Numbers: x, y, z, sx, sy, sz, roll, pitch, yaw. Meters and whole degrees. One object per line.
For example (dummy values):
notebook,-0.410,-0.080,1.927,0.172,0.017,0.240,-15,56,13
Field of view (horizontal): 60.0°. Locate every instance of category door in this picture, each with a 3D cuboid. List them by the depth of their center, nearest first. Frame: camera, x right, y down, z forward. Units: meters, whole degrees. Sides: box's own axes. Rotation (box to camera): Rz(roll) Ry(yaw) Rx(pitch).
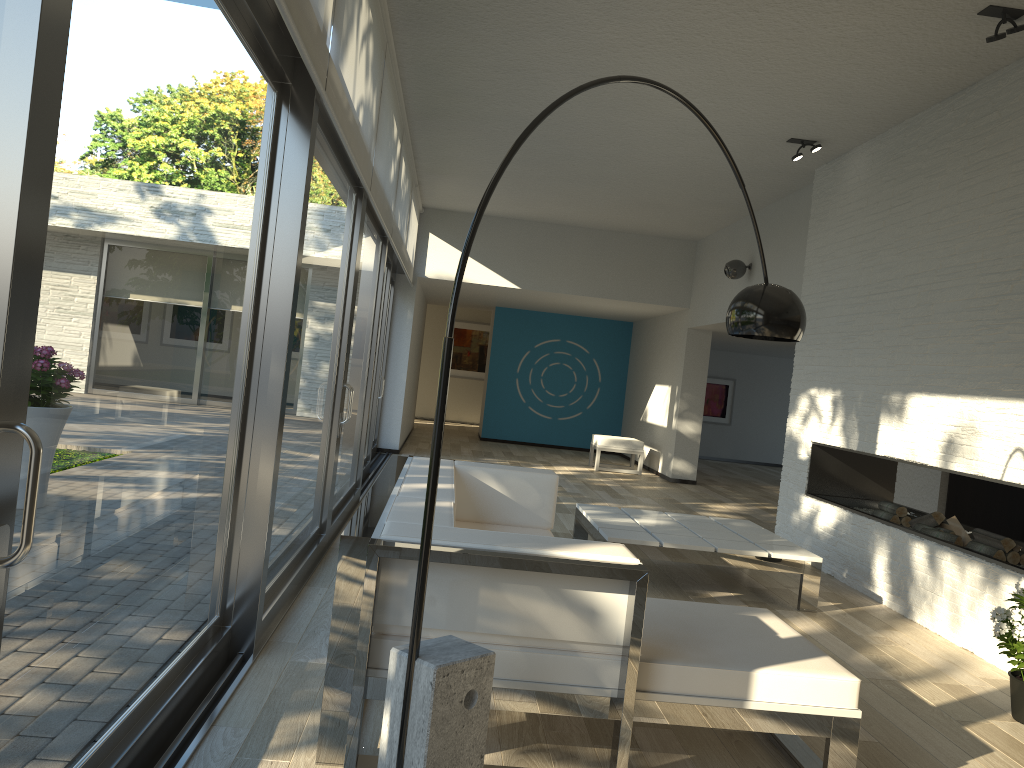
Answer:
door,-0.263,0.011,7.053,19.438,2.373,22.951,6,1,-4
door,4.726,0.584,8.634,0.920,1.947,0.108,6,0,-4

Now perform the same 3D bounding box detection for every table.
table,1.073,1.047,5.521,1.220,0.305,1.220,6,1,-4

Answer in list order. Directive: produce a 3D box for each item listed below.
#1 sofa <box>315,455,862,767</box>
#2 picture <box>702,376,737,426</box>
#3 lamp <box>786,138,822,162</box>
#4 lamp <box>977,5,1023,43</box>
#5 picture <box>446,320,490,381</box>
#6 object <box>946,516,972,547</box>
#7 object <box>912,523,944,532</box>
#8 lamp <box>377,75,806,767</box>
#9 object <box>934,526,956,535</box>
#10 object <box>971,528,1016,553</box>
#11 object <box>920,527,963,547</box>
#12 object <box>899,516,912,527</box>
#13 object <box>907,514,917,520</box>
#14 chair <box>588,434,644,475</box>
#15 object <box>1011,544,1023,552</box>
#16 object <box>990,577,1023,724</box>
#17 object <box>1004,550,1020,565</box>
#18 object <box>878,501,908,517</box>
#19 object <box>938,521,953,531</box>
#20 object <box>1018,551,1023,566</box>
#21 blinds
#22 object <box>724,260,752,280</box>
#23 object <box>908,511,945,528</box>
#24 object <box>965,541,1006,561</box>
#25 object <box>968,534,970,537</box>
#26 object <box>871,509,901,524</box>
sofa,0.177,0.797,3.632,1.545,0.654,2.404,6,1,-4
picture,3.480,0.278,15.768,0.958,0.828,0.017,6,0,-4
lamp,2.120,-1.689,6.431,0.234,0.153,0.135,6,0,-4
lamp,2.282,-1.644,4.116,0.234,0.153,0.135,6,0,-4
picture,-0.716,-0.675,18.231,1.378,1.191,0.017,6,0,-4
object,2.647,0.873,5.234,0.064,0.165,0.225,6,0,-5
object,2.543,0.905,5.408,0.075,0.074,0.246,6,1,-6
lamp,0.421,0.139,2.650,0.283,2.024,1.752,6,0,39
object,2.617,0.914,5.400,0.076,0.076,0.236,6,1,-6
object,2.626,0.855,4.844,0.093,0.088,0.260,6,1,-5
object,2.520,0.905,5.215,0.075,0.074,0.246,6,1,-26
object,2.579,0.903,5.937,0.076,0.076,0.236,6,1,-6
object,2.657,0.912,5.952,0.082,0.073,0.237,6,1,-5
chair,1.399,0.941,11.919,0.611,0.442,0.610,6,0,-4
object,2.700,0.887,4.870,0.064,0.060,0.229,6,1,-3
object,2.109,1.058,3.501,0.405,0.571,0.430,6,0,18
object,2.657,0.925,4.832,0.076,0.076,0.236,6,1,-6
object,2.552,0.836,5.945,0.082,0.073,0.237,6,1,-5
object,2.661,0.876,5.438,0.064,0.060,0.229,6,1,-3
object,2.734,0.933,4.848,0.082,0.073,0.237,6,1,-5
blinds,-0.774,-1.573,5.155,0.056,0.984,11.531,6,1,-4
object,2.306,-1.154,8.979,0.315,0.203,0.201,6,0,-4
object,2.577,0.860,5.511,0.093,0.170,0.272,6,0,-6
object,2.583,0.916,4.840,0.075,0.074,0.246,6,1,-6
object,2.695,0.922,5.416,0.082,0.073,0.237,6,1,-5
object,2.505,0.895,5.944,0.075,0.074,0.246,6,1,-6
